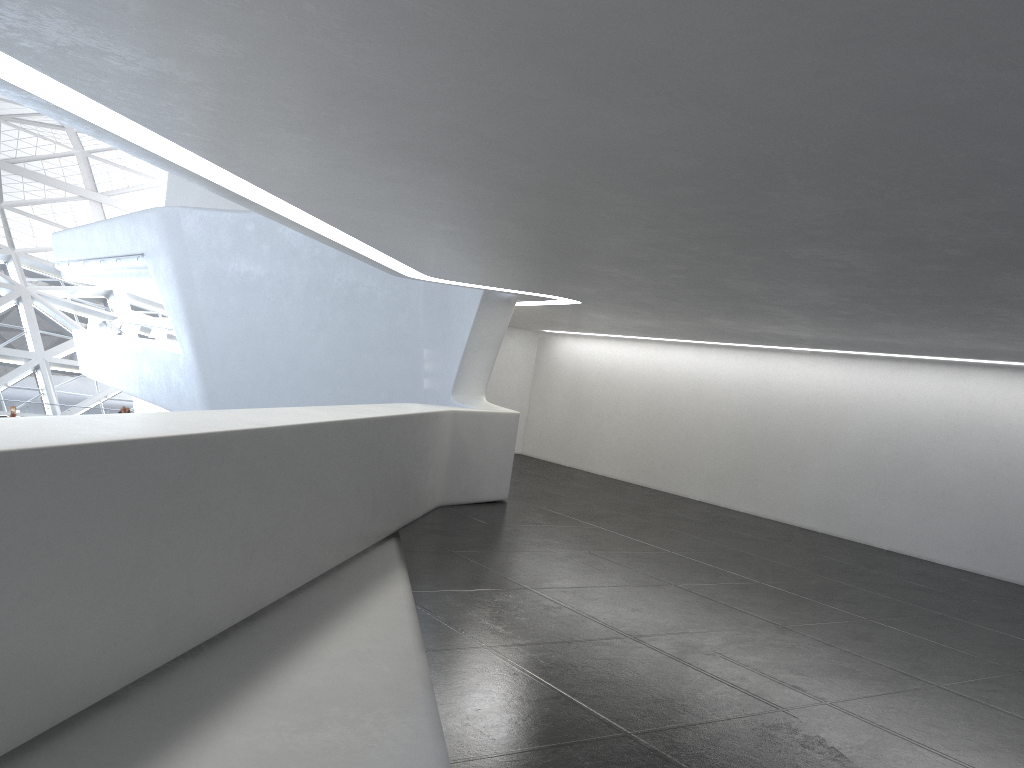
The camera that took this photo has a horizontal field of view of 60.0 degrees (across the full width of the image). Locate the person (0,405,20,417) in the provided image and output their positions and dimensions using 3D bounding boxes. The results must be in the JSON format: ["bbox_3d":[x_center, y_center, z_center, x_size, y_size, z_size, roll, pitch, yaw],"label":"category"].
[{"bbox_3d":[-19.112,1.763,33.931,0.782,1.809,0.068,8,1,-13],"label":"person"}]

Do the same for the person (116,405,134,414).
[{"bbox_3d":[-18.509,1.830,41.135,0.875,1.706,0.001,8,1,-15],"label":"person"}]
